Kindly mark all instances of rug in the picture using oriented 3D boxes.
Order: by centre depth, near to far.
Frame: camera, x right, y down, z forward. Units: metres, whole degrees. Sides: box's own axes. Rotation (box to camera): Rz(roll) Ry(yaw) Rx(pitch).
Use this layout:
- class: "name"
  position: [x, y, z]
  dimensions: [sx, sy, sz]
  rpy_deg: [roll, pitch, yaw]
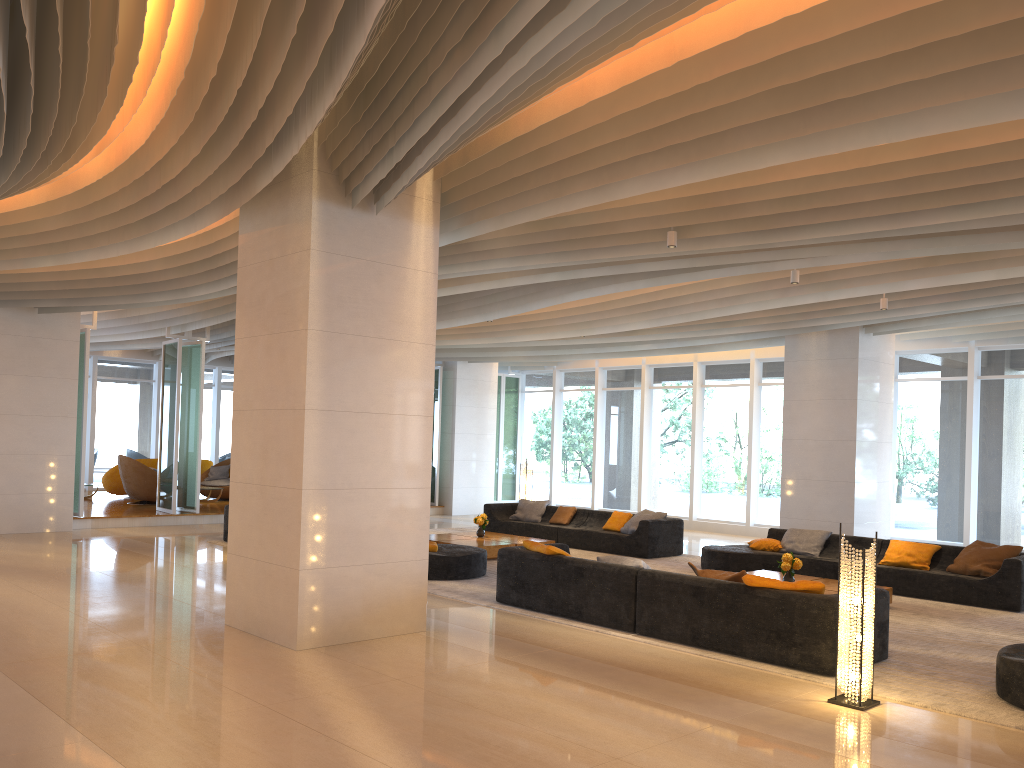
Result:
- class: "rug"
  position: [2.779, 2.410, 9.875]
  dimensions: [5.619, 0.022, 15.938]
  rpy_deg: [6, -5, -43]

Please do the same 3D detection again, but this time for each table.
- class: "table"
  position: [3.001, 2.288, 9.645]
  dimensions: [1.631, 0.220, 1.573]
  rpy_deg: [5, -5, -43]
- class: "table"
  position: [-0.485, 2.430, 13.326]
  dimensions: [1.631, 0.220, 1.573]
  rpy_deg: [5, -5, -43]
- class: "table"
  position: [-9.376, 2.297, 18.902]
  dimensions: [1.099, 0.318, 0.805]
  rpy_deg: [5, -4, -37]
- class: "table"
  position: [-6.763, 2.401, 19.205]
  dimensions: [1.064, 0.318, 0.832]
  rpy_deg: [0, -4, 28]

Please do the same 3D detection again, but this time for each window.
- class: "window"
  position: [4.587, 0.930, 14.309]
  dimensions: [54.068, 3.216, 22.350]
  rpy_deg: [1, -4, 11]

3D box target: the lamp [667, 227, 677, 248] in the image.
- class: "lamp"
  position: [1.484, -2.002, 8.107]
  dimensions: [0.087, 1.504, 0.091]
  rpy_deg: [1, -1, 38]

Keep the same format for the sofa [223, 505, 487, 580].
- class: "sofa"
  position: [-1.747, 2.142, 12.896]
  dimensions: [2.879, 0.652, 5.000]
  rpy_deg: [5, -5, -43]

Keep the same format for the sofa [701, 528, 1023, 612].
- class: "sofa"
  position: [4.288, 2.251, 11.185]
  dimensions: [1.377, 0.582, 4.071]
  rpy_deg: [5, -5, -45]

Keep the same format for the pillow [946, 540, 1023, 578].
- class: "pillow"
  position: [5.510, 2.041, 10.354]
  dimensions: [0.554, 0.377, 0.631]
  rpy_deg: [3, -3, -21]

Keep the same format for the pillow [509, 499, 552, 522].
- class: "pillow"
  position: [0.321, 2.252, 15.834]
  dimensions: [0.630, 0.377, 0.555]
  rpy_deg: [0, -3, 24]

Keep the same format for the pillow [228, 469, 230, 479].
- class: "pillow"
  position: [-6.316, 2.016, 20.438]
  dimensions: [0.597, 0.422, 0.377]
  rpy_deg: [1, -2, 25]

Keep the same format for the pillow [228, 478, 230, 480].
- class: "pillow"
  position: [-6.131, 2.043, 20.065]
  dimensions: [0.472, 0.408, 0.495]
  rpy_deg: [4, -3, -41]

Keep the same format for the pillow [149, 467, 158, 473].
- class: "pillow"
  position: [-7.350, 1.843, 18.130]
  dimensions: [0.612, 0.454, 0.480]
  rpy_deg: [0, -3, 28]

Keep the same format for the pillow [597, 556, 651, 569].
- class: "pillow"
  position: [1.117, 1.824, 8.370]
  dimensions: [0.428, 0.376, 0.576]
  rpy_deg: [4, -4, -41]

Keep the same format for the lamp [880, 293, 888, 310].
- class: "lamp"
  position: [4.707, -1.689, 11.175]
  dimensions: [0.087, 1.504, 0.091]
  rpy_deg: [1, -1, 38]

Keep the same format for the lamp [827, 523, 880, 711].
- class: "lamp"
  position: [2.298, 1.531, 5.920]
  dimensions: [0.255, 1.197, 0.246]
  rpy_deg: [3, -1, -43]

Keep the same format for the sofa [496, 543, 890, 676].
- class: "sofa"
  position: [1.424, 1.950, 8.132]
  dimensions: [0.960, 0.581, 3.711]
  rpy_deg: [5, -5, -43]

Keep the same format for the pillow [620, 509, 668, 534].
- class: "pillow"
  position: [2.066, 2.181, 13.990]
  dimensions: [0.554, 0.377, 0.631]
  rpy_deg: [3, -3, -21]

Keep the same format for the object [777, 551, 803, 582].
- class: "object"
  position: [2.964, 1.976, 9.470]
  dimensions: [0.239, 0.376, 0.263]
  rpy_deg: [2, -2, -21]

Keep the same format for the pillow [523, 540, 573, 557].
- class: "pillow"
  position: [0.457, 1.785, 8.961]
  dimensions: [0.554, 0.377, 0.631]
  rpy_deg: [3, -3, -21]

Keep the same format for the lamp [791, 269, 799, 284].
- class: "lamp"
  position: [3.098, -1.845, 9.649]
  dimensions: [0.088, 1.504, 0.090]
  rpy_deg: [2, -1, 20]

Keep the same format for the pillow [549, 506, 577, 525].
- class: "pillow"
  position: [0.877, 2.256, 15.221]
  dimensions: [0.400, 0.312, 0.328]
  rpy_deg: [-1, -4, 44]

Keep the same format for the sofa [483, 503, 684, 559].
- class: "sofa"
  position: [1.087, 2.399, 14.815]
  dimensions: [0.960, 0.581, 3.711]
  rpy_deg: [5, -5, -43]

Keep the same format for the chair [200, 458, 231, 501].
- class: "chair"
  position: [-6.451, 2.136, 20.218]
  dimensions: [1.493, 1.004, 1.157]
  rpy_deg: [0, -3, 34]

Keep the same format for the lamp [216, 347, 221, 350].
- class: "lamp"
  position: [-6.285, -1.496, 19.063]
  dimensions: [0.090, 1.504, 0.087]
  rpy_deg: [2, -1, -34]

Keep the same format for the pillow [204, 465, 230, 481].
- class: "pillow"
  position: [-6.721, 2.018, 20.391]
  dimensions: [0.618, 0.454, 0.475]
  rpy_deg: [1, -2, 8]

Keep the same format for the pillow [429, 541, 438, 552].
- class: "pillow"
  position: [-1.128, 1.994, 11.002]
  dimensions: [0.413, 0.135, 0.415]
  rpy_deg: [2, -4, -10]

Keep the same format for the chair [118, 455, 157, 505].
- class: "chair"
  position: [-7.548, 1.976, 18.386]
  dimensions: [1.156, 1.004, 1.493]
  rpy_deg: [4, -3, -36]

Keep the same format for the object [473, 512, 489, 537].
- class: "object"
  position: [-0.472, 2.146, 13.533]
  dimensions: [0.238, 0.376, 0.264]
  rpy_deg: [2, -2, -11]

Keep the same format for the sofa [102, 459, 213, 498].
- class: "sofa"
  position: [-8.125, 2.155, 20.502]
  dimensions: [1.091, 0.900, 2.609]
  rpy_deg: [0, -4, 37]

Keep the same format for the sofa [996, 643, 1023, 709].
- class: "sofa"
  position: [4.187, 1.859, 5.480]
  dimensions: [1.381, 0.576, 2.214]
  rpy_deg: [5, -5, -43]

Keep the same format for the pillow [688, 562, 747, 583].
- class: "pillow"
  position: [1.821, 1.757, 7.628]
  dimensions: [0.452, 0.409, 0.591]
  rpy_deg: [4, -4, -41]

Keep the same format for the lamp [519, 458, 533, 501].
- class: "lamp"
  position: [0.263, 2.099, 16.967]
  dimensions: [0.255, 1.449, 0.246]
  rpy_deg: [3, -1, -43]

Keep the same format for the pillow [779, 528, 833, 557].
- class: "pillow"
  position: [3.910, 2.157, 11.916]
  dimensions: [0.470, 0.416, 0.653]
  rpy_deg: [4, -4, -43]

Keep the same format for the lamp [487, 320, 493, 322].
- class: "lamp"
  position: [-0.314, -1.694, 13.417]
  dimensions: [0.089, 1.504, 0.089]
  rpy_deg: [2, -1, 2]

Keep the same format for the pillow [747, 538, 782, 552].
- class: "pillow"
  position: [3.478, 2.219, 12.213]
  dimensions: [0.445, 0.192, 0.591]
  rpy_deg: [1, -4, 12]

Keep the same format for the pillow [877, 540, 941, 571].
- class: "pillow"
  position: [4.870, 2.136, 10.904]
  dimensions: [0.459, 0.393, 0.626]
  rpy_deg: [4, -4, -44]

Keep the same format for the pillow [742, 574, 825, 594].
- class: "pillow"
  position: [2.203, 1.713, 7.118]
  dimensions: [0.630, 0.377, 0.555]
  rpy_deg: [0, -3, 24]

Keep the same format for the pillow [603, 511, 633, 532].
- class: "pillow"
  position: [1.706, 2.222, 14.345]
  dimensions: [0.328, 0.312, 0.401]
  rpy_deg: [4, -3, -41]
